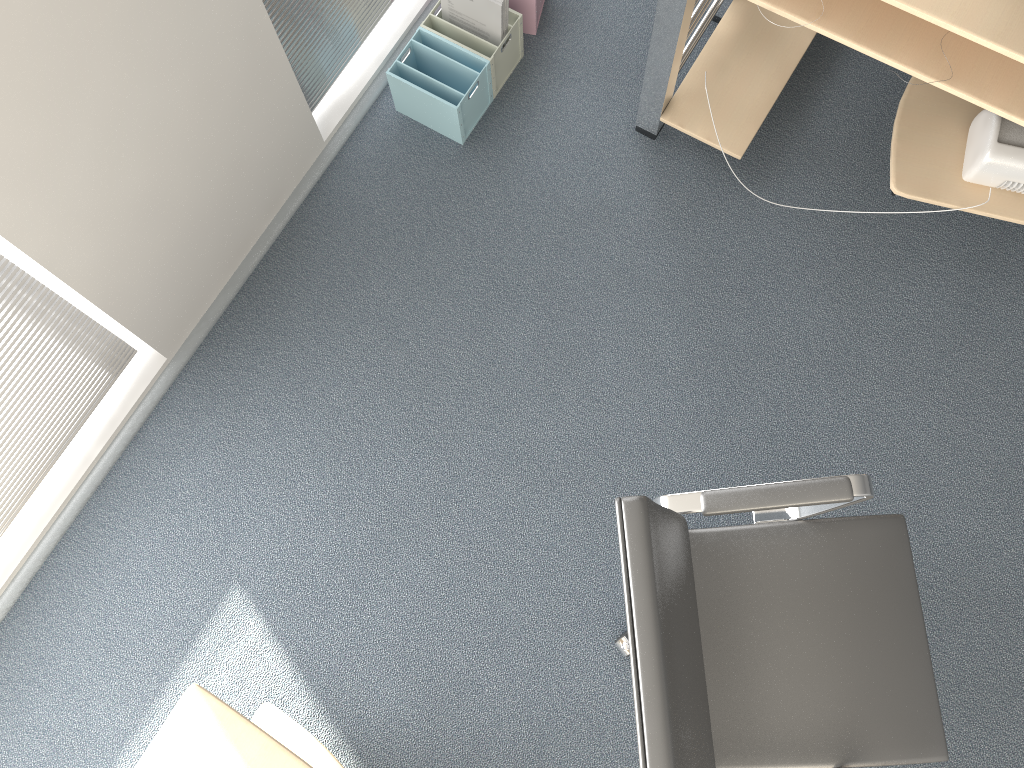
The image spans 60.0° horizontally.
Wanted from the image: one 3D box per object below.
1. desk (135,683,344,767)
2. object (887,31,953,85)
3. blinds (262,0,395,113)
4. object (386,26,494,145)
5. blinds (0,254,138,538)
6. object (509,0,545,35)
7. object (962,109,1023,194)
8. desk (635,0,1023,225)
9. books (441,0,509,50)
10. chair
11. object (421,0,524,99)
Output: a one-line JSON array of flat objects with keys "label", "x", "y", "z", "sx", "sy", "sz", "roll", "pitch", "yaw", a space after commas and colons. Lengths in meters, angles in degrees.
[{"label": "desk", "x": -0.207, "y": 1.289, "z": 1.348, "sx": 1.469, "sy": 1.566, "sz": 0.967, "roll": 29, "pitch": 77, "yaw": 10}, {"label": "object", "x": 1.122, "y": -0.943, "z": 2.000, "sx": 0.478, "sy": 0.082, "sz": 0.814, "roll": 37, "pitch": 79, "yaw": 11}, {"label": "blinds", "x": -0.171, "y": -1.994, "z": 1.560, "sx": 0.022, "sy": 2.770, "sz": 1.950, "roll": 29, "pitch": 77, "yaw": 10}, {"label": "object", "x": -0.212, "y": -0.898, "z": 2.688, "sx": 0.245, "sy": 0.202, "sz": 0.185, "roll": 30, "pitch": 77, "yaw": 10}, {"label": "blinds", "x": -1.605, "y": 0.333, "z": 0.947, "sx": 0.037, "sy": 2.749, "sz": 1.950, "roll": 29, "pitch": 77, "yaw": 10}, {"label": "object", "x": -0.025, "y": -1.252, "z": 2.782, "sx": 0.245, "sy": 0.202, "sz": 0.185, "roll": 12, "pitch": 75, "yaw": 5}, {"label": "object", "x": 1.428, "y": -0.650, "z": 2.278, "sx": 0.438, "sy": 0.162, "sz": 0.351, "roll": 14, "pitch": 75, "yaw": 6}, {"label": "desk", "x": 1.225, "y": -1.032, "z": 1.958, "sx": 1.469, "sy": 1.566, "sz": 0.967, "roll": 29, "pitch": 77, "yaw": 10}, {"label": "books", "x": -0.111, "y": -1.083, "z": 2.664, "sx": 0.220, "sy": 0.306, "sz": 0.068, "roll": 30, "pitch": 77, "yaw": 10}, {"label": "chair", "x": 0.517, "y": 0.527, "z": 1.808, "sx": 0.652, "sy": 1.048, "sz": 0.584, "roll": -4, "pitch": 74, "yaw": 1}, {"label": "object", "x": -0.117, "y": -1.051, "z": 2.728, "sx": 0.245, "sy": 0.202, "sz": 0.185, "roll": 30, "pitch": 77, "yaw": 10}]
